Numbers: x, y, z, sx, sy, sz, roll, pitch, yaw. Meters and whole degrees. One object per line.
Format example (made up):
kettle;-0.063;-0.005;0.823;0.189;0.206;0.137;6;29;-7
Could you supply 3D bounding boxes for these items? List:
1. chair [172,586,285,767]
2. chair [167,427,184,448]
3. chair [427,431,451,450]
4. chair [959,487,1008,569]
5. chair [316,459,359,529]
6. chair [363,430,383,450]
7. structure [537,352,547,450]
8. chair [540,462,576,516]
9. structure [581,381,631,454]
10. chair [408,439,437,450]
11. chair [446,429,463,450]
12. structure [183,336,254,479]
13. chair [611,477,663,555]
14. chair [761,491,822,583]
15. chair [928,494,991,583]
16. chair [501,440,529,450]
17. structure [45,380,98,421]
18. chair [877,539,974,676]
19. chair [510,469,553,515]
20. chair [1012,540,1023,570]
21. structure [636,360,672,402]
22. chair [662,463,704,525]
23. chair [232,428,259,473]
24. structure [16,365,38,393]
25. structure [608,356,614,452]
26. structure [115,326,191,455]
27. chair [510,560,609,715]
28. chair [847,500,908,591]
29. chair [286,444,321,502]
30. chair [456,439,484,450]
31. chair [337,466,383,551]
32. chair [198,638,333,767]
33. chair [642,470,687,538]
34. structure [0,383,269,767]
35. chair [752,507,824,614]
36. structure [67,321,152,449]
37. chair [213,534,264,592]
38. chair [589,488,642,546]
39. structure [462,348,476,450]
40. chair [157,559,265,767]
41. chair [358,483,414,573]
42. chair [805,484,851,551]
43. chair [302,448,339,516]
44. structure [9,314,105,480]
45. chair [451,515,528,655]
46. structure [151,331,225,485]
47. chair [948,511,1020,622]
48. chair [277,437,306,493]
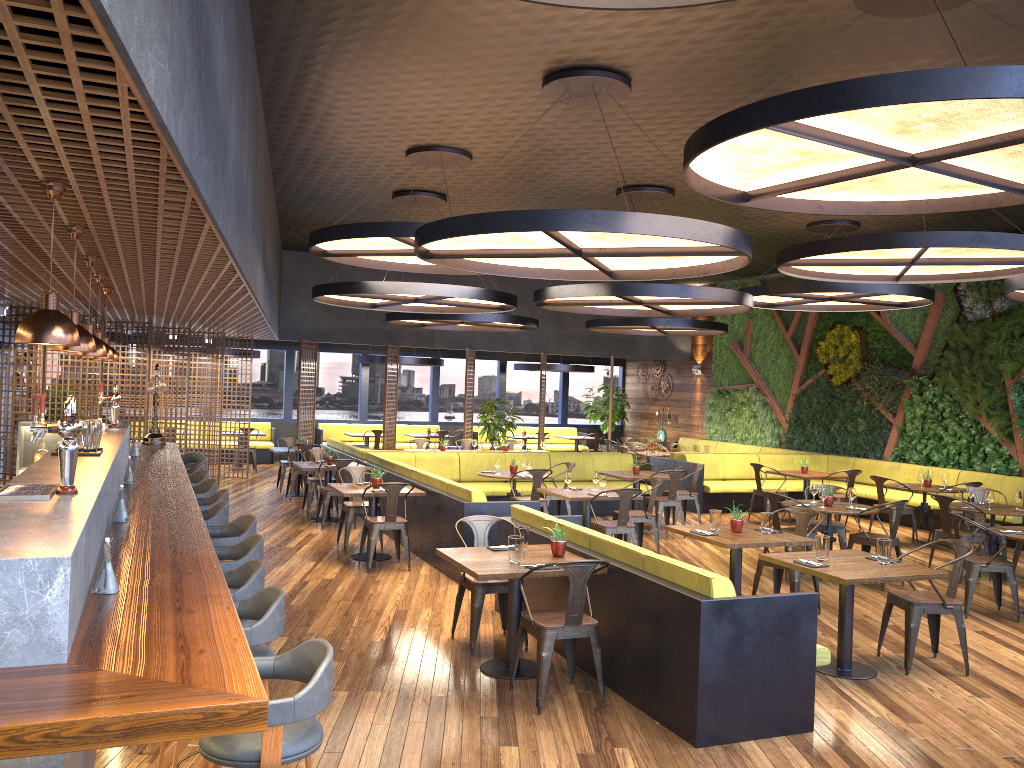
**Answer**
chair;-1.176;1.369;3.620;0.483;1.048;0.438;2;0;39
chair;-6.762;1.287;17.548;0.504;0.917;0.541;2;0;-22
chair;-1.631;1.479;19.635;0.504;0.917;0.541;2;0;-22
chair;5.552;1.702;10.465;0.504;0.917;0.541;2;0;17
chair;-2.304;1.425;11.700;0.504;0.917;0.541;2;0;-22
chair;-2.954;1.430;19.096;0.504;0.917;0.541;2;0;-22
structure;0.656;0.671;19.455;0.050;2.700;0.852;2;0;8
chair;0.577;1.530;12.156;0.541;0.917;0.504;2;0;-22
structure;2.530;1.011;23.319;1.493;2.184;1.272;2;0;-22
chair;-1.624;1.466;16.073;0.504;0.917;0.541;2;0;-22
chair;-1.327;1.494;20.500;0.541;0.917;0.504;2;0;-22
structure;-5.656;0.435;17.050;1.319;2.700;0.050;2;0;8
chair;1.467;1.555;10.376;0.541;0.917;0.504;2;0;-22
chair;2.950;1.605;9.427;0.541;0.917;0.504;2;0;-22
chair;4.907;1.676;9.760;0.541;0.917;0.504;2;0;-22
chair;0.049;1.529;16.754;0.504;0.917;0.541;2;0;-22
structure;-9.345;0.778;18.580;0.993;1.763;1.166;2;0;38
chair;3.039;1.596;6.466;0.541;0.917;0.504;2;0;-3
chair;0.228;1.514;11.345;0.504;0.917;0.541;2;0;-22
chair;5.768;1.706;9.579;0.504;0.917;0.541;2;0;-40
structure;3.624;-0.112;22.842;0.058;1.178;1.791;2;0;-22
chair;2.447;1.599;12.733;0.541;0.917;0.504;2;0;-22
chair;-5.438;1.337;18.086;0.504;0.917;0.541;2;0;-22
structure;-9.413;-0.118;17.192;0.293;0.563;1.220;2;0;-22
structure;2.230;0.730;20.095;0.050;2.700;0.852;2;0;8
structure;-5.985;0.414;14.666;1.319;2.700;0.050;2;0;8
chair;0.305;1.494;5.480;0.504;0.917;0.541;2;0;-22
chair;3.811;1.635;9.246;0.504;0.917;0.541;2;0;-40
chair;-3.343;1.397;14.200;0.504;0.917;0.541;2;0;-22
chair;-0.785;1.497;16.415;0.504;0.917;0.541;2;0;-22
chair;-1.770;1.439;10.348;0.504;0.917;0.541;2;0;-22
chair;-0.825;1.379;2.874;0.483;1.048;0.438;2;0;39
chair;2.046;1.582;11.870;0.504;0.917;0.541;2;0;-22
structure;-3.612;0.466;6.065;2.700;2.700;9.298;2;0;-22
chair;2.474;1.582;7.919;0.541;0.917;0.504;2;0;-45
structure;-6.150;0.404;13.474;1.319;2.700;0.050;2;0;8
chair;-1.599;1.359;4.830;0.438;1.048;0.483;2;0;7
chair;1.092;1.538;9.469;0.504;0.917;0.541;2;0;-22
structure;-0.917;0.612;18.815;0.050;2.700;0.852;2;0;8
chair;-1.412;1.363;4.168;0.483;1.048;0.438;2;0;39
chair;-1.302;1.451;9.194;0.504;0.917;0.541;2;0;-22
chair;3.595;1.631;10.131;0.504;0.917;0.541;2;0;17
chair;-2.772;1.412;12.854;0.504;0.917;0.541;2;0;-22
structure;-6.315;0.393;12.281;1.319;2.700;0.050;2;0;8
chair;-0.170;1.482;6.650;0.504;0.917;0.541;2;0;-22
structure;-5.821;0.425;15.858;1.319;2.700;0.050;2;0;8
chair;4.291;1.648;8.126;0.541;0.917;0.504;2;0;8
chair;-3.805;1.385;15.336;0.504;0.917;0.541;2;0;-22
